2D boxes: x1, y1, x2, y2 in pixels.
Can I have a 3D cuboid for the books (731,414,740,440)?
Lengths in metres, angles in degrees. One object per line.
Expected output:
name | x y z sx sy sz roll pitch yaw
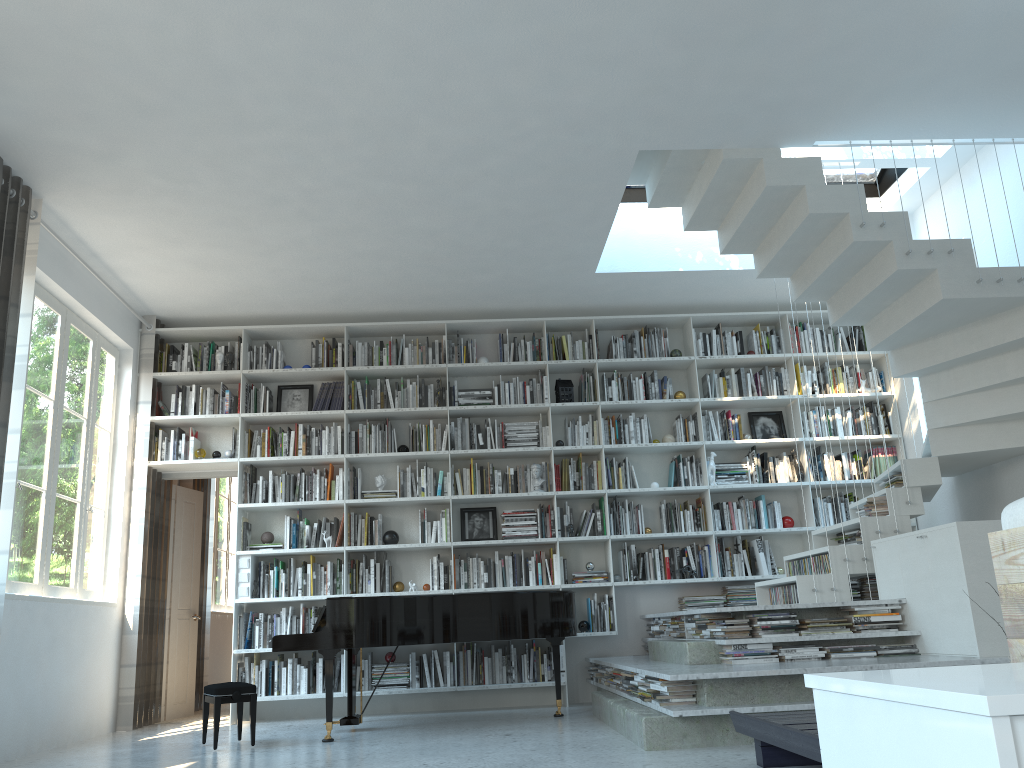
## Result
books | 1.897 0.396 7.559 0.021 0.252 0.167 -2 -15 -3

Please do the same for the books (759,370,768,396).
books | 2.165 0.029 7.671 0.023 0.263 0.156 -2 -15 -3

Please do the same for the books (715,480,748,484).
books | 1.822 0.835 7.437 0.285 0.012 0.160 -3 -16 1

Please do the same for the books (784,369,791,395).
books | 2.366 0.022 7.682 0.031 0.264 0.170 -2 -15 -3

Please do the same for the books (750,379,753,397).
books | 2.045 0.073 7.681 0.027 0.195 0.131 -2 -15 -3

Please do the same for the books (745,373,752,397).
books | 2.018 0.045 7.639 0.030 0.229 0.187 -2 -15 -3

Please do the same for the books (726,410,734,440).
books | 1.846 0.382 7.557 0.014 0.284 0.176 -2 -15 -3

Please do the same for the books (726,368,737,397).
books | 1.897 0.025 7.653 0.026 0.287 0.156 -2 -15 -3

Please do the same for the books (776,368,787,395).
books | 2.337 0.014 7.685 0.026 0.283 0.147 -2 -15 -3

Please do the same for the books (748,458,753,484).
books | 1.990 0.757 7.487 0.023 0.246 0.138 -2 -15 -3

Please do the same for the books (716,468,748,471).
books | 1.820 0.730 7.465 0.285 0.012 0.160 0 -16 -8

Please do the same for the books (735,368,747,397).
books | 1.954 0.022 7.612 0.032 0.264 0.246 -2 -15 -3

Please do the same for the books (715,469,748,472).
books | 1.820 0.743 7.469 0.285 0.012 0.160 -2 -16 -2

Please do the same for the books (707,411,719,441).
books | 1.702 0.387 7.558 0.065 0.288 0.146 -2 -15 -3

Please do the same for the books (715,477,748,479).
books | 1.821 0.802 7.453 0.285 0.012 0.160 -1 -16 -5

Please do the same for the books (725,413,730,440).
books | 1.815 0.396 7.567 0.020 0.266 0.152 -2 -15 -3

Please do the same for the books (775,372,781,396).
books | 2.275 0.035 7.670 0.030 0.240 0.162 -2 -15 -3

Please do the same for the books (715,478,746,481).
books | 1.820 0.814 7.450 0.254 0.012 0.161 -2 -16 -2

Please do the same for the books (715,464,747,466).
books | 1.818 0.697 7.482 0.285 0.012 0.160 -1 -16 -5

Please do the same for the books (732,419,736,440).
books | 1.871 0.417 7.553 0.033 0.212 0.153 -2 -15 -3

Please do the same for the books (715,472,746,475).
books | 1.822 0.765 7.457 0.254 0.012 0.161 -3 -16 1

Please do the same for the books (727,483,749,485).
books | 1.823 0.859 7.433 0.285 0.012 0.160 -3 -16 0

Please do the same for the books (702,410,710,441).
books | 1.651 0.384 7.559 0.015 0.300 0.141 -2 -15 -3

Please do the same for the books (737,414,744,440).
books | 1.921 0.398 7.550 0.026 0.243 0.178 -2 -15 -3

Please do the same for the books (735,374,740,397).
books | 1.923 0.050 7.657 0.025 0.238 0.143 -2 -15 -3

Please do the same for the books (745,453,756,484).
books | 2.015 0.736 7.487 0.012 0.284 0.160 -2 -15 -3

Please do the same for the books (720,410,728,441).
books | 1.800 0.383 7.556 0.012 0.286 0.177 -2 -15 -3

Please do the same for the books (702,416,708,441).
books | 1.629 0.411 7.565 0.030 0.253 0.128 -2 -15 -3

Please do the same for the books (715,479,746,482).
books | 1.821 0.824 7.443 0.254 0.012 0.161 -3 -16 0

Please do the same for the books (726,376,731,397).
books | 1.847 0.059 7.648 0.030 0.223 0.158 -2 -15 -3

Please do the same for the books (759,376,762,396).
books | 2.117 0.054 7.663 0.013 0.215 0.178 -2 -15 -3

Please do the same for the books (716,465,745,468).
books | 1.819 0.709 7.478 0.254 0.012 0.161 -2 -16 -2

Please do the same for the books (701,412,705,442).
books | 1.598 0.395 7.559 0.031 0.283 0.137 -2 -15 -3

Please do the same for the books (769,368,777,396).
books | 2.241 0.019 7.665 0.036 0.271 0.177 -2 -15 -3

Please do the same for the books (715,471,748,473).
books | 1.821 0.754 7.464 0.285 0.012 0.160 -1 -16 -6

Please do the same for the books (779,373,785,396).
books | 2.314 0.040 7.681 0.022 0.233 0.159 -2 -15 -3

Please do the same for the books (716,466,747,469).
books | 1.819 0.720 7.475 0.285 0.012 0.160 -2 -16 -2

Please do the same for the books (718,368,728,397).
books | 1.825 0.025 7.656 0.011 0.295 0.163 -2 -15 -3

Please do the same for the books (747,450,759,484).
books | 2.028 0.721 7.464 0.011 0.299 0.184 -2 -15 -3

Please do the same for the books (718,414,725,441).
books | 1.772 0.399 7.575 0.043 0.268 0.131 -2 -15 -3

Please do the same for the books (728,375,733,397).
books | 1.873 0.056 7.665 0.024 0.235 0.147 -2 -15 -3

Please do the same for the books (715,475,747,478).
books | 1.821 0.789 7.450 0.254 0.012 0.161 0 -16 -8

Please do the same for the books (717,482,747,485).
books | 1.822 0.847 7.437 0.254 0.012 0.161 -1 -16 -7

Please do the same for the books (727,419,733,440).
books | 1.835 0.417 7.535 0.013 0.206 0.190 -2 -15 -3

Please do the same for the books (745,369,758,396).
books | 2.071 0.025 7.675 0.048 0.282 0.163 -2 -15 -3

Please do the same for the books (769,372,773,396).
books | 2.218 0.034 7.669 0.011 0.248 0.152 -2 -15 -3

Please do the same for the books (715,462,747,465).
books | 1.817 0.686 7.485 0.285 0.012 0.160 -2 -16 -2

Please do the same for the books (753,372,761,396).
books | 2.104 0.038 7.649 0.014 0.239 0.190 -2 -15 -3

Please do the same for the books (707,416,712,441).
books | 1.665 0.406 7.545 0.011 0.247 0.156 -2 -15 -3

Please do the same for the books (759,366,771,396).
books | 2.187 0.010 7.663 0.022 0.293 0.181 -2 -15 -3

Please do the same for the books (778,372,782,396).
books | 2.296 0.037 7.689 0.014 0.245 0.143 -2 -15 -3

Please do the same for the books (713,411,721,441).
books | 1.744 0.389 7.566 0.012 0.284 0.160 -2 -15 -3

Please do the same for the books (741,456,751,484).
books | 1.973 0.749 7.470 0.012 0.253 0.161 -2 -15 -3

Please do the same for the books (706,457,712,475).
books | 1.653 0.756 7.464 0.028 0.266 0.138 -2 -15 -3

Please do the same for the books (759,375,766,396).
books | 2.140 0.050 7.655 0.031 0.217 0.166 -2 -15 -3

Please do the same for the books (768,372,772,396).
books | 2.205 0.038 7.682 0.014 0.248 0.163 -2 -15 -3

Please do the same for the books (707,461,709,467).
books | 1.628 0.771 7.427 0.027 0.221 0.184 -2 -15 -3

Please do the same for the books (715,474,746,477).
books | 1.819 0.780 7.464 0.254 0.012 0.161 -2 -16 -3

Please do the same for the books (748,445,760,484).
books | 2.038 0.701 7.468 0.010 0.338 0.180 -2 -15 -3
